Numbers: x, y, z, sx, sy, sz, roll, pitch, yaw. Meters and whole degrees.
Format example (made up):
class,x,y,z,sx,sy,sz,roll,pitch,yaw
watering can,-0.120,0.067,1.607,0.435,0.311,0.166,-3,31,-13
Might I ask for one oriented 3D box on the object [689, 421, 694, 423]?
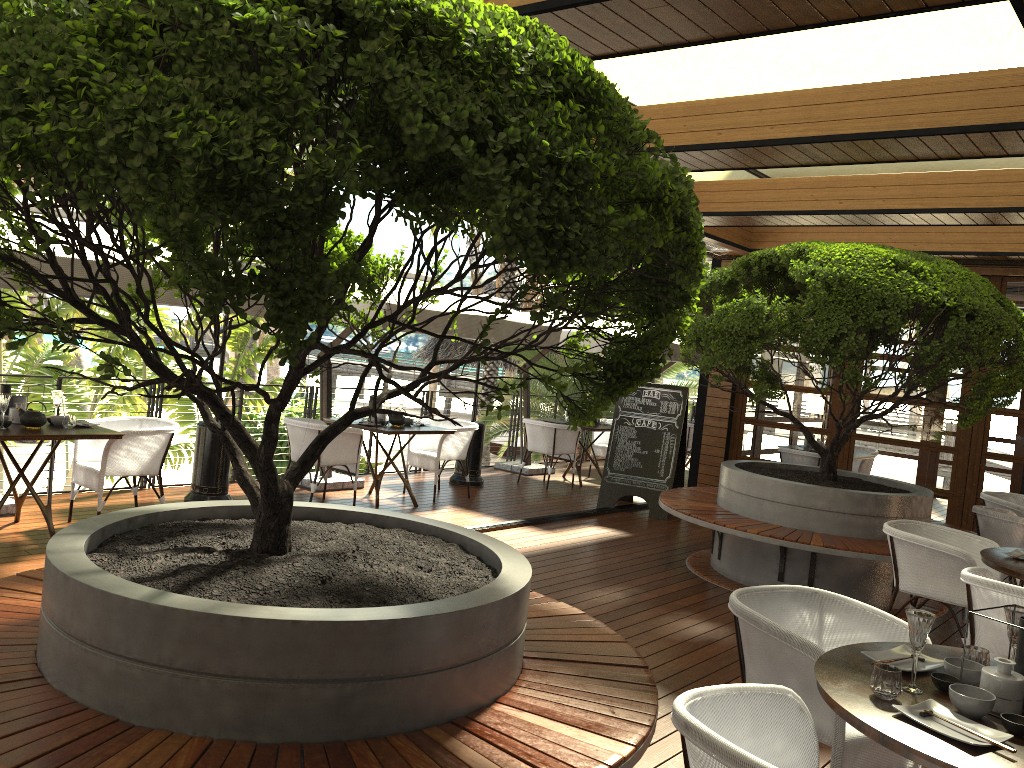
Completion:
class,x,y,z,sx,sy,sz,roll,pitch,yaw
object,2.892,0.603,13.638,0.295,0.025,0.170,8,3,39

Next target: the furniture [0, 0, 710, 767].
class,x,y,z,sx,sy,sz,roll,pitch,yaw
furniture,-0.737,0.081,3.054,2.618,2.721,2.693,7,2,29

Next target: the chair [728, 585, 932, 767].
class,x,y,z,sx,sy,sz,roll,pitch,yaw
chair,1.109,1.217,3.272,0.627,0.788,0.617,5,2,-30

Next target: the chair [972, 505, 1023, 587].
class,x,y,z,sx,sy,sz,roll,pitch,yaw
chair,3.813,1.359,6.693,0.616,0.788,0.628,5,2,-20

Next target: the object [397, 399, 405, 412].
class,x,y,z,sx,sy,sz,roll,pitch,yaw
object,-1.126,0.272,8.917,0.082,0.227,0.082,7,2,40

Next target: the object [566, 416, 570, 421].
class,x,y,z,sx,sy,sz,roll,pitch,yaw
object,0.724,0.446,11.187,0.086,0.086,0.086,8,3,43

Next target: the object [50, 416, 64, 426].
class,x,y,z,sx,sy,sz,roll,pitch,yaw
object,-3.144,0.259,6.159,0.116,0.065,0.116,8,3,37

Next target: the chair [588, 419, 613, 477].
class,x,y,z,sx,sy,sz,roll,pitch,yaw
chair,1.420,0.890,11.926,0.628,0.788,0.616,7,2,40

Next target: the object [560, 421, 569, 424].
class,x,y,z,sx,sy,sz,roll,pitch,yaw
object,0.757,0.489,10.983,0.295,0.025,0.170,8,3,39

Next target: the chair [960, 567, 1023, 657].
class,x,y,z,sx,sy,sz,roll,pitch,yaw
chair,2.455,1.319,4.223,0.616,0.788,0.628,4,2,-45

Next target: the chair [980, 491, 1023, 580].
class,x,y,z,sx,sy,sz,roll,pitch,yaw
chair,4.412,1.380,7.709,0.627,0.788,0.617,5,2,-20

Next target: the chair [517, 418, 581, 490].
class,x,y,z,sx,sy,sz,roll,pitch,yaw
chair,0.428,0.835,10.732,0.628,0.788,0.616,7,2,40

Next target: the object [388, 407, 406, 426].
class,x,y,z,sx,sy,sz,roll,pitch,yaw
object,-1.107,0.315,8.580,0.163,0.179,0.168,8,2,41

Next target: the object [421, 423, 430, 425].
class,x,y,z,sx,sy,sz,roll,pitch,yaw
object,-0.976,0.392,8.935,0.295,0.025,0.170,8,3,39

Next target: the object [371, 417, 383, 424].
class,x,y,z,sx,sy,sz,roll,pitch,yaw
object,-1.294,0.356,8.503,0.116,0.065,0.116,8,3,37

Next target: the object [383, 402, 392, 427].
class,x,y,z,sx,sy,sz,roll,pitch,yaw
object,-1.185,0.289,8.363,0.082,0.227,0.082,7,2,28

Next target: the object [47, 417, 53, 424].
class,x,y,z,sx,sy,sz,roll,pitch,yaw
object,-3.223,0.260,6.221,0.080,0.042,0.080,6,2,0

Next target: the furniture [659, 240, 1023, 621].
class,x,y,z,sx,sy,sz,roll,pitch,yaw
furniture,2.561,0.262,7.045,2.569,2.721,2.720,6,2,4

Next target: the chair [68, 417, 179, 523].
class,x,y,z,sx,sy,sz,roll,pitch,yaw
chair,-2.865,0.661,6.596,0.628,0.788,0.616,7,2,40

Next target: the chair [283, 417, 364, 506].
class,x,y,z,sx,sy,sz,roll,pitch,yaw
chair,-1.755,0.718,8.016,0.628,0.788,0.616,7,2,40

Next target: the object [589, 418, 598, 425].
class,x,y,z,sx,sy,sz,roll,pitch,yaw
object,1.008,0.428,11.214,0.168,0.179,0.163,7,2,37

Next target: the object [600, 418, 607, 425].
class,x,y,z,sx,sy,sz,roll,pitch,yaw
object,1.177,0.486,11.357,0.086,0.086,0.086,8,3,43

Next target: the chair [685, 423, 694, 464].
class,x,y,z,sx,sy,sz,roll,pitch,yaw
chair,2.528,0.947,13.344,0.628,0.788,0.616,7,2,40

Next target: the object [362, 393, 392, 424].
class,x,y,z,sx,sy,sz,roll,pitch,yaw
object,-1.334,0.241,8.770,0.263,0.264,0.263,6,2,-6

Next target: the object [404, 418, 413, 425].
class,x,y,z,sx,sy,sz,roll,pitch,yaw
object,-1.035,0.372,8.782,0.116,0.065,0.116,8,3,37

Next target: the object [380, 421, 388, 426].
class,x,y,z,sx,sy,sz,roll,pitch,yaw
object,-1.219,0.378,8.443,0.080,0.042,0.080,6,2,0

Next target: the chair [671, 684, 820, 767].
class,x,y,z,sx,sy,sz,roll,pitch,yaw
chair,0.694,1.219,2.168,0.616,0.788,0.628,5,2,-30

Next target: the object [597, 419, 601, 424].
class,x,y,z,sx,sy,sz,roll,pitch,yaw
object,1.080,0.485,11.413,0.116,0.065,0.116,8,3,43

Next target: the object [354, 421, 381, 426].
class,x,y,z,sx,sy,sz,roll,pitch,yaw
object,-1.358,0.376,8.352,0.295,0.025,0.170,8,3,39

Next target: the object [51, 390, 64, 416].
class,x,y,z,sx,sy,sz,roll,pitch,yaw
object,-3.235,0.159,6.294,0.082,0.227,0.082,7,2,40

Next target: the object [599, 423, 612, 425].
class,x,y,z,sx,sy,sz,roll,pitch,yaw
object,1.139,0.505,11.566,0.295,0.025,0.170,8,3,39

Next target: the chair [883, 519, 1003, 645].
class,x,y,z,sx,sy,sz,roll,pitch,yaw
chair,2.571,1.282,5.397,0.627,0.788,0.617,4,2,-45

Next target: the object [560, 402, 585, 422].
class,x,y,z,sx,sy,sz,roll,pitch,yaw
object,0.781,0.354,11.401,0.263,0.264,0.263,6,2,-6

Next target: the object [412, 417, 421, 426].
class,x,y,z,sx,sy,sz,roll,pitch,yaw
object,-0.938,0.373,8.726,0.086,0.086,0.086,8,3,43

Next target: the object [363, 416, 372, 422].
class,x,y,z,sx,sy,sz,roll,pitch,yaw
object,-1.391,0.333,8.556,0.086,0.086,0.086,8,3,43

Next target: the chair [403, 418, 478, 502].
class,x,y,z,sx,sy,sz,roll,pitch,yaw
chair,-0.727,0.775,9.256,0.628,0.788,0.616,7,2,40
